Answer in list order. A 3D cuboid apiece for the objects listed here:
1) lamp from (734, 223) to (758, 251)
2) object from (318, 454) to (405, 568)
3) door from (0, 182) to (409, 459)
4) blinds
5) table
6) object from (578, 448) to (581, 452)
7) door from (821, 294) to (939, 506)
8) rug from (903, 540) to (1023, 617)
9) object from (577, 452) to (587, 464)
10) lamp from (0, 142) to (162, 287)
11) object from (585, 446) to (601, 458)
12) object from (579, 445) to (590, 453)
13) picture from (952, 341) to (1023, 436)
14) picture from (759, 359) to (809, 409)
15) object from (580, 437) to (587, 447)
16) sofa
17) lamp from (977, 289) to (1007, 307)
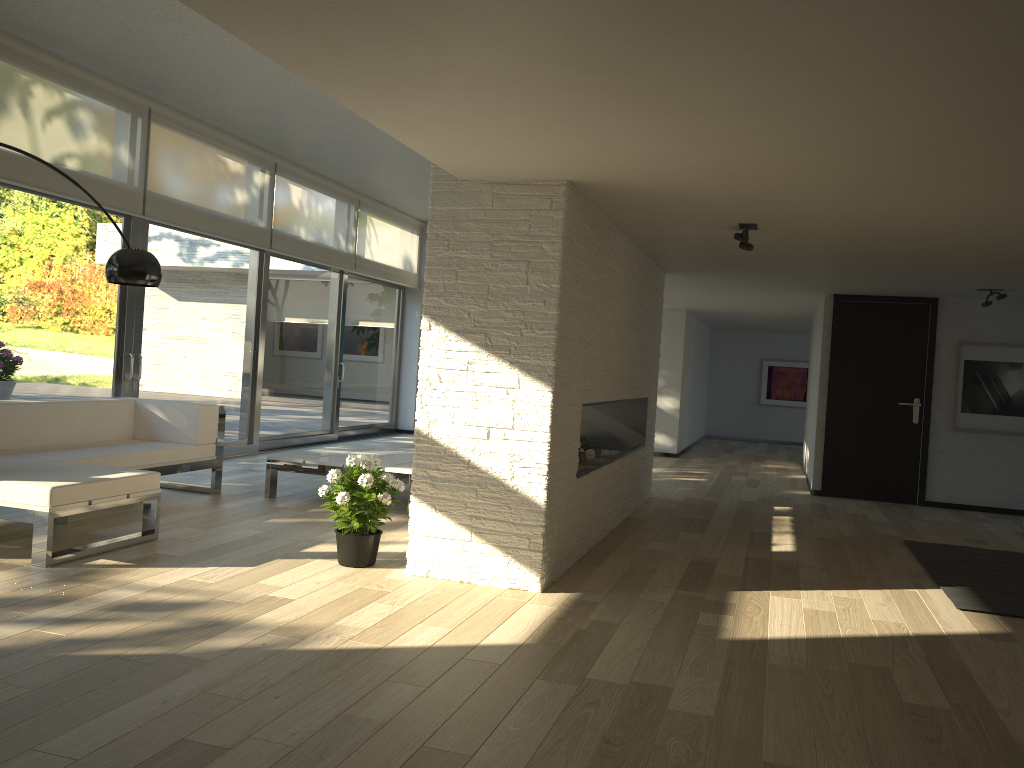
[{"bbox_3d":[1.346,-0.838,5.131,0.135,0.153,0.234,4,1,17],"label":"lamp"},{"bbox_3d":[-0.769,0.644,4.550,0.405,0.571,0.430,4,1,39],"label":"object"},{"bbox_3d":[-1.762,-0.243,8.742,19.444,2.373,22.946,4,1,17],"label":"door"},{"bbox_3d":[-2.977,-1.833,7.199,0.056,0.984,11.528,4,1,17],"label":"blinds"},{"bbox_3d":[-1.019,0.710,6.805,1.220,0.305,1.220,4,1,17],"label":"table"},{"bbox_3d":[0.428,0.469,6.169,0.064,0.060,0.229,4,1,18],"label":"object"},{"bbox_3d":[3.483,0.137,8.432,0.920,1.947,0.108,4,0,17],"label":"door"},{"bbox_3d":[2.947,1.137,5.185,0.979,0.011,1.998,4,1,17],"label":"rug"},{"bbox_3d":[0.454,0.513,6.136,0.082,0.073,0.237,4,1,16],"label":"object"},{"bbox_3d":[-2.686,-0.215,4.382,1.753,2.024,0.283,3,1,-31],"label":"lamp"},{"bbox_3d":[0.609,0.512,6.650,0.082,0.073,0.237,4,1,16],"label":"object"},{"bbox_3d":[0.530,0.507,6.663,0.076,0.076,0.236,4,1,15],"label":"object"},{"bbox_3d":[4.565,0.049,8.081,0.959,0.828,0.017,4,0,17],"label":"picture"},{"bbox_3d":[4.849,-0.003,15.547,0.959,0.828,0.017,4,0,17],"label":"picture"},{"bbox_3d":[0.505,0.441,6.683,0.082,0.073,0.237,4,1,16],"label":"object"},{"bbox_3d":[-2.538,0.469,5.366,1.546,0.654,2.404,4,1,17],"label":"sofa"},{"bbox_3d":[4.014,-0.713,7.411,0.234,0.153,0.135,4,1,17],"label":"lamp"}]
